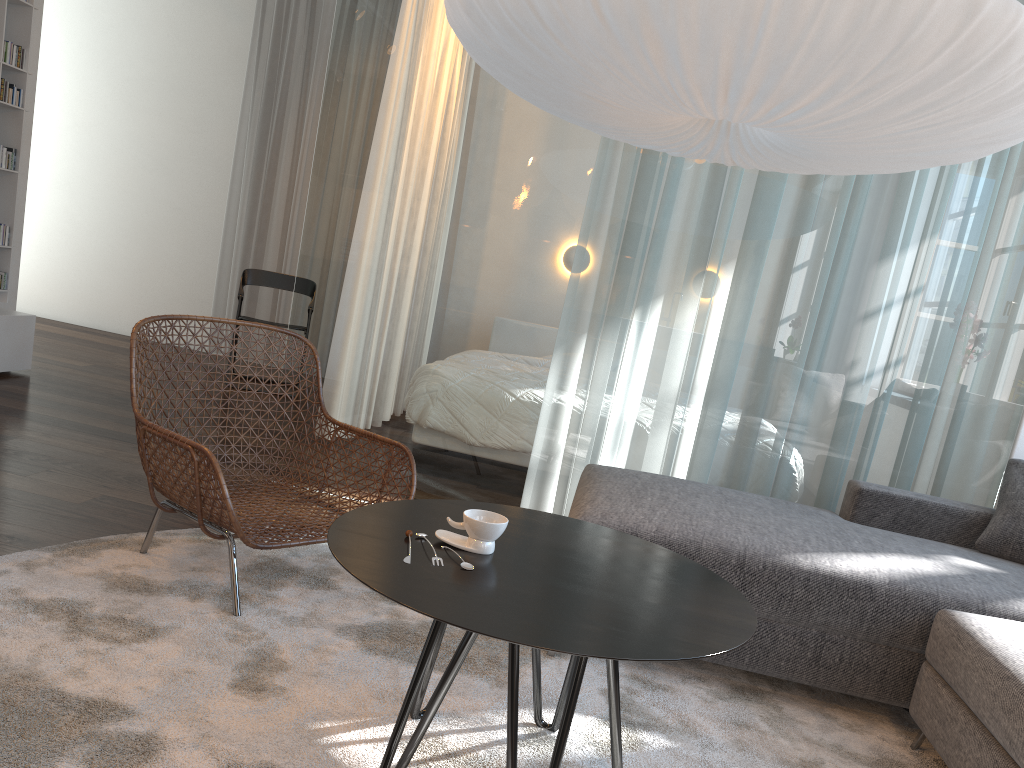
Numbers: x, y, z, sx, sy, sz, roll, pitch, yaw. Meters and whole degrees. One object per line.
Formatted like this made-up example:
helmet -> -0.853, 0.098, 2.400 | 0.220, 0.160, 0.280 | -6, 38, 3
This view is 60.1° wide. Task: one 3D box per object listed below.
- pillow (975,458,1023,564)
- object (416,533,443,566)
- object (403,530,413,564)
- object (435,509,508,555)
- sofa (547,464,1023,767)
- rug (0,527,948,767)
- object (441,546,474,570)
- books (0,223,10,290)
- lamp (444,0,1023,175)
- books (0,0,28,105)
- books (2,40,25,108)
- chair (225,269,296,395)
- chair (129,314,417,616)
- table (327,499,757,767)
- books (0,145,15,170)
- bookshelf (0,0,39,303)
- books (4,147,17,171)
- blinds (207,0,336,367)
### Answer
pillow -> 1.813, 0.436, 2.886 | 0.347, 0.364, 0.508 | 3, 11, -44
object -> -0.158, 0.312, 1.695 | 0.025, 0.016, 0.161 | 9, 7, -19
object -> -0.197, 0.307, 1.680 | 0.015, 0.015, 0.166 | 10, 6, -6
object -> -0.080, 0.292, 1.771 | 0.138, 0.070, 0.091 | 13, 8, 18
sofa -> 1.051, 0.693, 1.791 | 2.036, 0.679, 3.040 | 12, 6, 6
rug -> -0.106, 0.783, 1.979 | 2.845, 0.012, 2.799 | 10, 6, -14
object -> -0.104, 0.327, 1.681 | 0.026, 0.010, 0.122 | 8, 7, -28
books -> -2.858, -0.654, 4.300 | 0.114, 0.353, 1.123 | 12, 7, 6
lamp -> 0.544, -0.709, 2.189 | 1.452, 0.212, 1.472 | 17, 9, 42
books -> -2.616, -1.751, 4.336 | 0.114, 0.633, 0.563 | 12, 9, 6
books -> -2.622, -1.608, 4.560 | 0.114, 0.303, 0.181 | 12, 9, 6
chair -> -1.624, -0.356, 5.982 | 0.502, 0.784, 0.553 | 9, 9, -14
chair -> -0.744, 0.208, 2.662 | 0.678, 0.718, 0.718 | 18, 11, 38
table -> 0.015, 0.588, 1.801 | 0.845, 0.478, 0.840 | 12, 7, 8
books -> -2.819, -1.122, 3.758 | 0.114, 0.115, 1.907 | 12, 6, 6
bookshelf -> -2.816, -1.399, 3.705 | 0.226, 2.099, 2.065 | 12, 8, 6
books -> -2.776, -1.336, 3.729 | 0.114, 1.841, 1.934 | 12, 8, 6
blinds -> -1.225, -1.405, 6.478 | 1.804, 2.768, 0.151 | 12, 10, 8
